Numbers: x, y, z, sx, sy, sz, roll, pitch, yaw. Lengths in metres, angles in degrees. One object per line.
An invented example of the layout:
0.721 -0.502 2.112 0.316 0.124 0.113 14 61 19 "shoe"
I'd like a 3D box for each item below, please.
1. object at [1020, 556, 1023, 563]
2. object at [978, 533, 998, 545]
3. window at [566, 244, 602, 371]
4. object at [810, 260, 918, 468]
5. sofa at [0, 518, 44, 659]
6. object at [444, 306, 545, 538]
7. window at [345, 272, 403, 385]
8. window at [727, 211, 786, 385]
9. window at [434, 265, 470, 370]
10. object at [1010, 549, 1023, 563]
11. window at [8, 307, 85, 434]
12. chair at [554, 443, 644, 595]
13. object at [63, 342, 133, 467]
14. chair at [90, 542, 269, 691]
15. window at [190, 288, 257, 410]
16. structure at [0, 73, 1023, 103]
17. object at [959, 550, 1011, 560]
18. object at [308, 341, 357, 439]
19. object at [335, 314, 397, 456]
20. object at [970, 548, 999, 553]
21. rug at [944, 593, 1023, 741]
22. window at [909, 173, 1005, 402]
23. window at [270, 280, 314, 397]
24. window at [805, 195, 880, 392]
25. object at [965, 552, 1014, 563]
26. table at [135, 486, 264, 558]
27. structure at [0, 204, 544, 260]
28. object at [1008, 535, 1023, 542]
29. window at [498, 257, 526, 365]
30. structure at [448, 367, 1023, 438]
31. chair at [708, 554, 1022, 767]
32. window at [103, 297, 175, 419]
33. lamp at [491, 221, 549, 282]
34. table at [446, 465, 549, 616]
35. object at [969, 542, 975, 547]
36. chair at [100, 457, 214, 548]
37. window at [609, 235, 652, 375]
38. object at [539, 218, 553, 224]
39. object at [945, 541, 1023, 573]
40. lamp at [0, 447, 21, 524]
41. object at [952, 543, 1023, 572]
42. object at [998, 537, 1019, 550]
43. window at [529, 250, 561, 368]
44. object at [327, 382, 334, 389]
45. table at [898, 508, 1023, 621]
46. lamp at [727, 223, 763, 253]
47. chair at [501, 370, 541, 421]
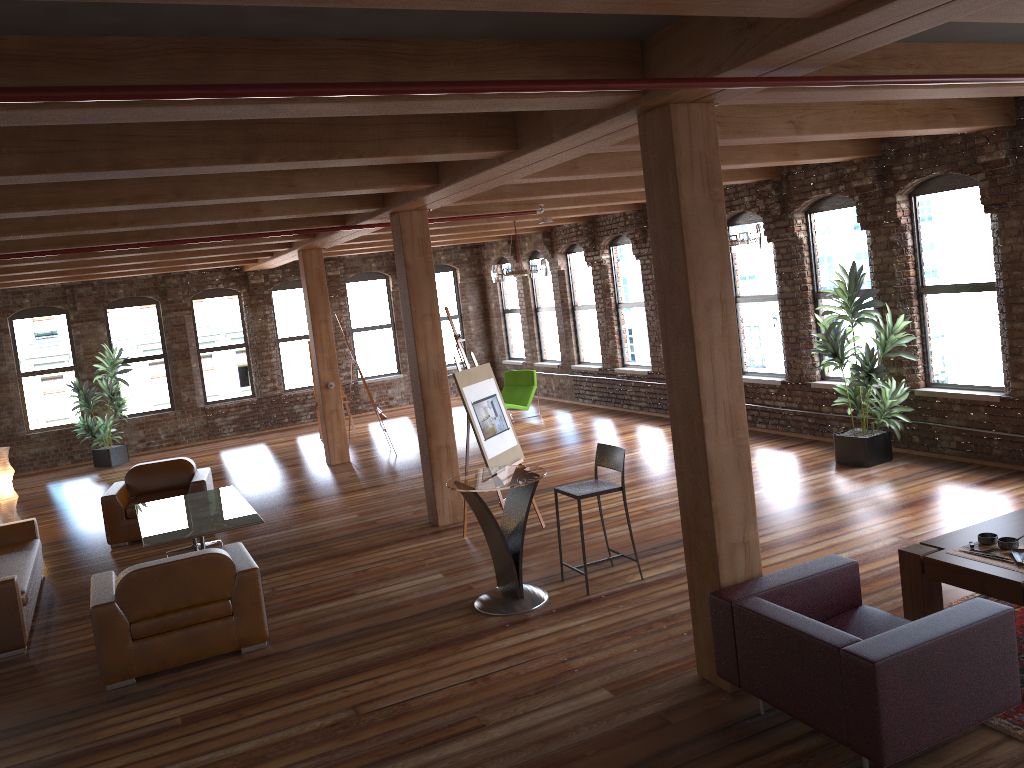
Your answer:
2.652 0.880 4.577 0.007 0.008 0.271 -3 8 39 "object"
2.613 0.852 4.864 0.098 0.043 0.099 -7 6 1 "object"
1.235 -1.355 15.353 0.234 2.208 0.969 -9 5 -24 "window"
3.575 -0.235 9.176 0.968 2.097 1.082 -8 5 -12 "object"
-4.514 1.627 7.393 0.954 0.732 2.415 -9 7 -24 "sofa"
-0.253 0.337 8.003 0.684 2.134 0.705 -5 5 25 "object"
-2.820 -1.164 17.952 0.971 2.211 0.219 -9 4 -25 "window"
3.100 -1.122 11.370 0.232 2.208 0.969 -9 5 -24 "window"
-1.486 -1.395 18.575 0.971 2.211 0.219 -9 4 -25 "window"
2.673 0.891 4.571 0.154 0.018 0.214 -4 7 20 "object"
-8.148 -0.273 15.539 0.971 2.162 0.086 -9 4 -25 "window"
0.610 0.981 6.581 0.468 0.978 0.430 -9 5 -25 "chair"
-7.057 0.353 15.183 0.965 2.097 1.085 -3 6 43 "object"
-2.346 1.503 6.206 1.067 0.733 0.831 -9 6 -25 "chair"
-5.456 -0.702 16.721 0.971 2.220 0.221 -9 4 -25 "window"
-0.226 -1.148 3.331 6.827 0.111 0.051 -10 5 -25 "structure"
2.503 0.903 4.693 0.007 0.008 0.270 -10 7 -35 "object"
-3.305 -0.166 15.597 0.664 2.134 0.685 -9 5 -30 "object"
-2.202 0.003 12.963 0.686 2.134 0.663 -8 4 -15 "object"
2.529 0.882 4.741 0.045 0.030 0.153 -12 8 -40 "object"
3.154 1.358 4.917 2.469 0.009 1.345 -10 7 -24 "rug"
4.346 -0.968 8.713 0.236 2.208 0.969 -9 5 -24 "window"
-4.141 -0.930 17.335 0.971 2.220 0.221 -9 4 -25 "window"
3.724 -1.045 10.042 0.236 2.208 0.969 -9 5 -24 "window"
2.501 0.908 4.652 0.007 0.008 0.270 -10 7 -29 "object"
-2.852 1.438 8.058 0.942 0.558 1.873 -9 7 -24 "table"
-2.695 -1.455 8.603 6.827 0.111 0.051 -10 5 -25 "structure"
2.689 0.829 4.742 0.137 0.079 0.045 -3 6 30 "object"
-0.021 -1.511 18.035 0.233 2.208 0.969 -9 5 -24 "window"
2.422 0.096 12.905 1.639 0.312 13.712 -11 8 -31 "structure"
1.645 1.317 4.239 0.868 0.591 1.072 -9 6 -24 "chair"
-6.808 -0.506 16.164 0.971 2.162 0.086 -9 4 -25 "window"
0.082 -1.862 12.311 0.809 0.812 0.813 -6 5 11 "lamp"
-0.057 1.121 6.369 0.721 0.921 0.724 -7 5 0 "table"
2.509 0.879 4.832 0.018 0.021 0.059 -5 6 17 "object"
-3.904 1.273 9.846 1.065 0.733 0.832 -8 6 -15 "chair"
1.855 -1.277 14.027 0.231 2.208 0.969 -9 5 -24 "window"
0.478 -2.317 12.533 0.146 0.072 0.147 -10 7 -25 "object"
2.605 0.898 4.667 0.353 0.001 0.470 -10 7 -24 "object"
-5.849 1.270 10.275 0.260 1.110 0.272 -5 4 20 "lamp"
2.604 0.898 4.667 0.333 0.003 0.471 -10 7 -24 "object"
2.666 0.857 4.759 0.098 0.043 0.099 -5 6 13 "object"
0.612 -1.432 16.683 0.232 2.208 0.969 -9 5 -24 "window"
-2.570 0.022 12.580 0.096 0.095 0.061 -9 5 -25 "object"
3.161 1.081 4.924 1.755 0.548 0.901 -10 6 -25 "table"
1.926 -1.632 8.374 0.808 0.812 0.813 -5 5 18 "lamp"
-0.111 0.228 14.736 0.679 0.794 0.961 -3 7 40 "chair"
